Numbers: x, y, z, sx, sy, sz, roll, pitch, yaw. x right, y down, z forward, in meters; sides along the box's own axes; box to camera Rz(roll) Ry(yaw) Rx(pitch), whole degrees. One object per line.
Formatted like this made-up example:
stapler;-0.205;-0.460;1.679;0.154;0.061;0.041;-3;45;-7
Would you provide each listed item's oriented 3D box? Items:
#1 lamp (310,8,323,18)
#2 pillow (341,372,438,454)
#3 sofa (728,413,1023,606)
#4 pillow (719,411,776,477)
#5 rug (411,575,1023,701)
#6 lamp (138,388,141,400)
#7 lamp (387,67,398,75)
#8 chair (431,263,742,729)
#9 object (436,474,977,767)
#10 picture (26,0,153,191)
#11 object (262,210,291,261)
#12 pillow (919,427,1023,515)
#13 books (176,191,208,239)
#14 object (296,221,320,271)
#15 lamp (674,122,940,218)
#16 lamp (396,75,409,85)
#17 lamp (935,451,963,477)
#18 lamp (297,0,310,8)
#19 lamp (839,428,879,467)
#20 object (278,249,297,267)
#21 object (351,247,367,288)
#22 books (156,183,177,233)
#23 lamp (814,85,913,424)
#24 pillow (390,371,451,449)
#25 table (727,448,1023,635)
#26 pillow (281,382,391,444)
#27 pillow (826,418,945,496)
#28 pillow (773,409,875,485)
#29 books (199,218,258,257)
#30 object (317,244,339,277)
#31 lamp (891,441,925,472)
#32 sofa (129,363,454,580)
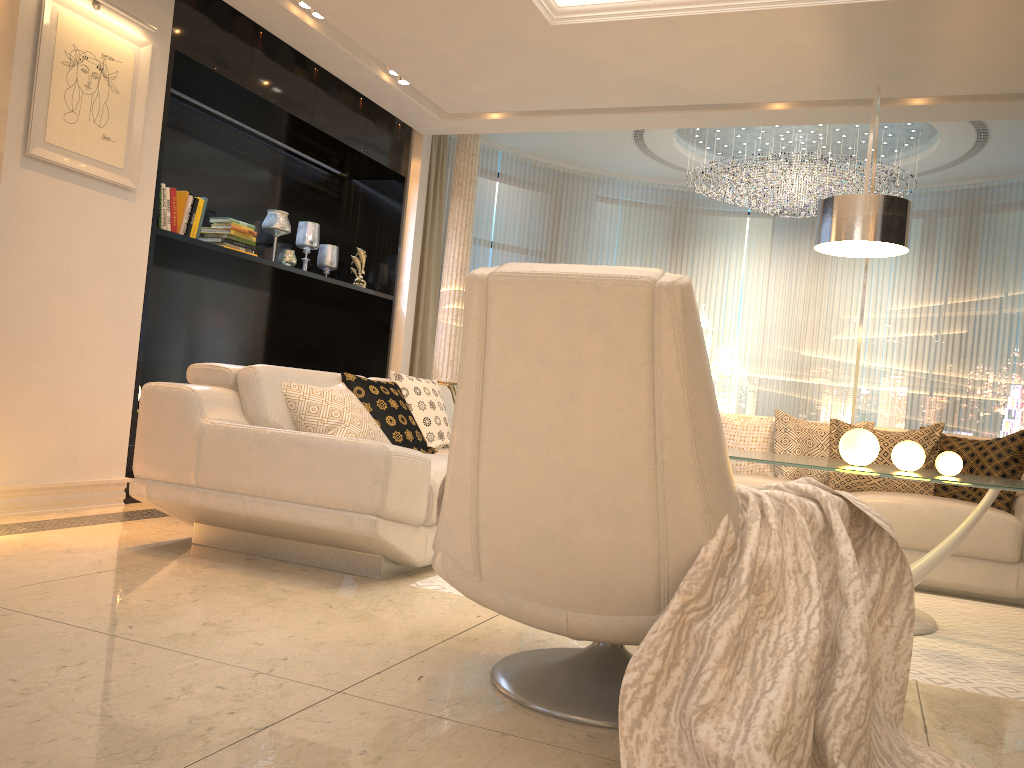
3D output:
lamp;-1.032;-2.041;4.778;0.107;0.127;0.107;5;-1;3
pillow;-0.567;0.147;4.244;0.323;0.355;0.524;5;-1;23
sofa;1.770;0.588;4.747;2.328;0.754;1.145;5;-1;22
pillow;1.318;0.345;5.003;0.463;0.380;0.222;5;-1;27
rug;1.249;0.888;3.454;2.900;0.020;1.661;5;-1;22
lamp;-2.090;0.040;4.717;0.213;0.214;0.212;6;-1;-28
lamp;-0.727;-1.997;5.539;0.107;0.127;0.107;5;-1;3
chair;0.237;0.273;2.149;1.027;0.991;0.983;5;-1;21
object;0.429;0.490;2.118;0.972;0.580;1.347;6;-1;-31
picture;-1.900;-1.313;4.019;0.027;0.729;0.610;5;-1;22
object;-1.548;-0.935;5.797;0.181;0.381;0.181;5;-1;16
pillow;2.326;0.427;4.519;0.301;0.436;0.575;6;-1;-37
books;-1.834;-0.919;4.884;0.212;0.261;0.210;5;-1;22
object;-1.458;-0.927;6.289;0.156;0.426;0.156;5;-1;27
lamp;2.391;-1.746;7.418;2.109;0.685;2.109;6;-1;-23
lamp;-0.684;-1.979;5.661;0.107;0.127;0.107;5;-1;3
lamp;1.606;0.293;3.258;0.090;0.091;0.090;6;-1;-17
lamp;-1.078;-2.047;4.665;0.107;0.127;0.107;5;-1;33
lamp;1.321;0.241;3.375;0.143;0.143;0.143;5;-1;7
object;-1.500;-0.814;5.911;0.119;0.154;0.119;5;-1;32
object;-1.117;-0.837;6.472;0.116;0.293;0.182;5;-1;19
books;-1.916;-0.935;4.668;0.208;0.270;0.240;5;-1;22
lamp;1.815;-0.297;4.659;0.393;2.519;2.009;5;-1;22
pillow;-0.435;0.153;4.685;0.255;0.399;0.526;5;-1;22
table;1.258;0.593;3.477;2.140;0.565;0.999;5;-1;21
pillow;-0.731;0.157;3.816;0.351;0.329;0.521;5;-1;22
pillow;1.964;0.395;4.693;0.575;0.436;0.301;5;-1;28
pillow;1.696;0.378;4.880;0.587;0.429;0.288;6;-1;-3
books;-1.694;-0.868;5.304;0.260;0.197;0.296;5;-1;25
object;-1.361;-0.858;6.525;0.147;0.317;0.147;5;-1;24
lamp;1.479;0.269;3.310;0.115;0.115;0.115;6;-1;-42
sofa;-0.521;0.358;4.280;1.145;0.754;2.328;5;-1;22
